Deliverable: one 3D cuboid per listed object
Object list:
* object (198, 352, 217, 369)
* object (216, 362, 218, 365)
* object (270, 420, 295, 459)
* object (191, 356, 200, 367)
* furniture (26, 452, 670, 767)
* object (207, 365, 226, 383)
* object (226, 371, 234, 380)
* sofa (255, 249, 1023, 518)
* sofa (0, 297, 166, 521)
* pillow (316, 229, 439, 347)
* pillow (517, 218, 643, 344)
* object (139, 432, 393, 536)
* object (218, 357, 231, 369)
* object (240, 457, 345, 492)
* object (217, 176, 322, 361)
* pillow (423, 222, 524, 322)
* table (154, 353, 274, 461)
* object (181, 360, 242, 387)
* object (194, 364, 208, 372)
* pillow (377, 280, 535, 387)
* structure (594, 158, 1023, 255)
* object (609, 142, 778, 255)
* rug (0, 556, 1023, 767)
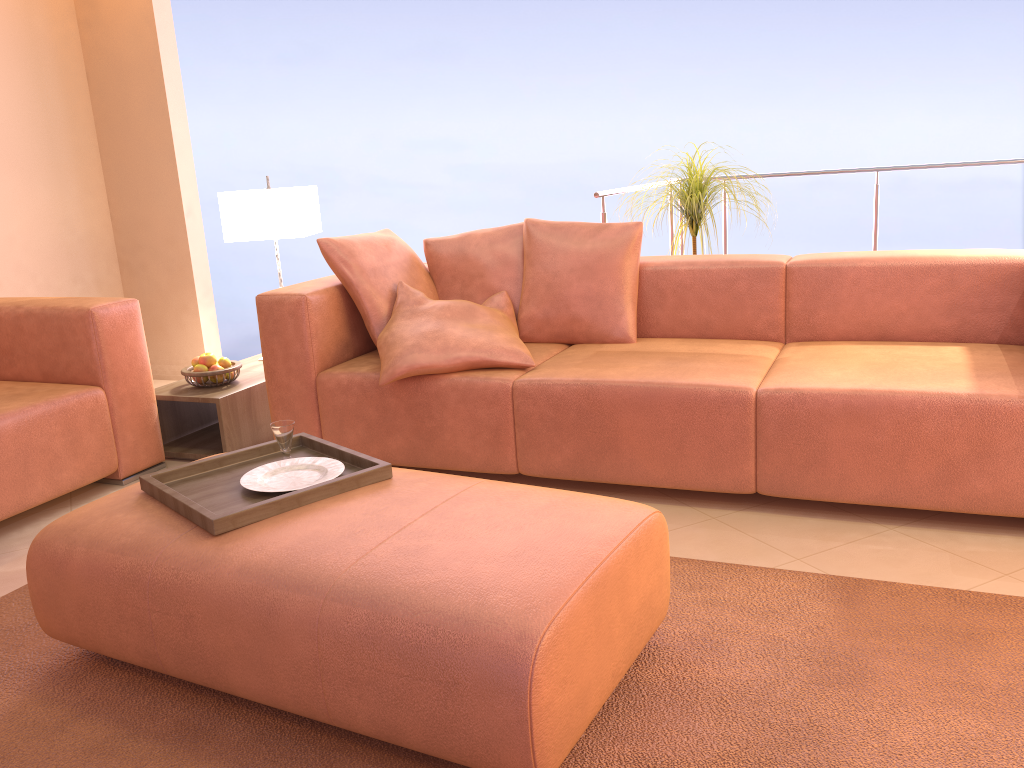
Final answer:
[{"bbox_3d":[-1.210,-0.092,3.528,0.069,0.061,0.068,-7,14,-14],"label":"object"},{"bbox_3d":[-1.195,-0.055,3.584,0.077,0.065,0.076,6,17,34],"label":"object"},{"bbox_3d":[-0.577,0.143,2.252,0.061,0.091,0.061,-2,14,9],"label":"object"},{"bbox_3d":[-1.258,-0.088,3.554,0.047,0.046,0.054,-1,14,10],"label":"object"},{"bbox_3d":[-0.369,0.404,1.960,1.291,0.301,0.685,4,16,28],"label":"furniture"},{"bbox_3d":[-1.170,-0.040,3.515,0.074,0.076,0.072,5,16,33],"label":"object"},{"bbox_3d":[-1.138,-0.039,3.567,0.046,0.046,0.055,-3,14,2],"label":"object"},{"bbox_3d":[0.527,-0.068,3.076,2.781,0.672,0.943,2,15,24],"label":"sofa"},{"bbox_3d":[-2.306,0.305,2.332,0.943,0.672,2.781,2,15,24],"label":"sofa"},{"bbox_3d":[-0.458,-0.358,3.401,0.314,0.455,0.519,1,15,20],"label":"pillow"},{"bbox_3d":[0.246,-0.383,3.287,0.470,0.468,0.211,1,14,19],"label":"pillow"},{"bbox_3d":[-0.580,0.218,2.083,0.436,0.034,0.421,-15,18,-39],"label":"object"},{"bbox_3d":[-1.150,-0.082,3.548,0.051,0.053,0.045,-16,18,-41],"label":"object"},{"bbox_3d":[-0.513,0.218,2.080,0.240,0.018,0.240,-7,14,-12],"label":"object"},{"bbox_3d":[-1.046,-0.525,3.980,0.344,0.799,0.344,-3,14,3],"label":"object"},{"bbox_3d":[-0.111,-0.399,3.447,0.492,0.446,0.255,-2,14,8],"label":"pillow"},{"bbox_3d":[-1.092,0.065,3.833,0.412,0.268,0.918,2,15,24],"label":"table"},{"bbox_3d":[-1.202,-0.036,3.562,0.235,0.071,0.235,0,14,16],"label":"object"},{"bbox_3d":[-1.225,-0.055,3.491,0.055,0.047,0.045,-4,14,1],"label":"object"},{"bbox_3d":[-0.218,-0.207,3.108,0.517,0.292,0.514,-5,14,-6],"label":"pillow"},{"bbox_3d":[2.576,-0.725,3.946,4.176,0.541,1.663,2,15,24],"label":"structure"},{"bbox_3d":[0.820,-0.528,3.999,0.703,1.088,0.729,-6,14,-7],"label":"object"},{"bbox_3d":[-0.250,0.670,1.676,2.626,0.005,1.833,2,15,24],"label":"rug"}]
